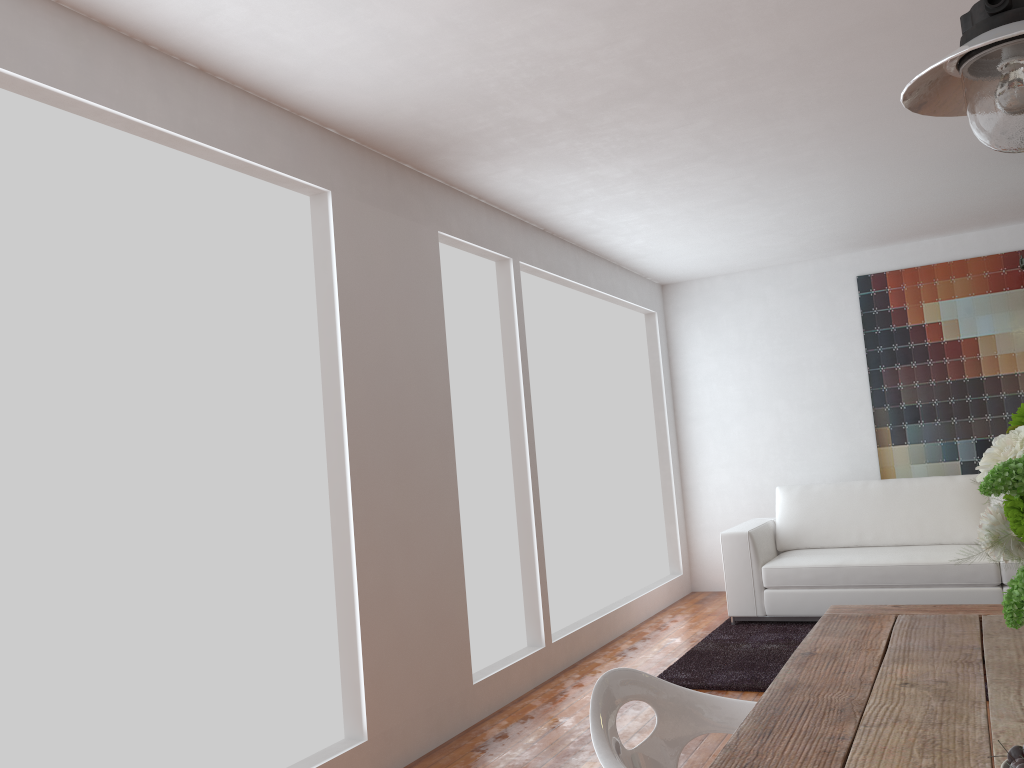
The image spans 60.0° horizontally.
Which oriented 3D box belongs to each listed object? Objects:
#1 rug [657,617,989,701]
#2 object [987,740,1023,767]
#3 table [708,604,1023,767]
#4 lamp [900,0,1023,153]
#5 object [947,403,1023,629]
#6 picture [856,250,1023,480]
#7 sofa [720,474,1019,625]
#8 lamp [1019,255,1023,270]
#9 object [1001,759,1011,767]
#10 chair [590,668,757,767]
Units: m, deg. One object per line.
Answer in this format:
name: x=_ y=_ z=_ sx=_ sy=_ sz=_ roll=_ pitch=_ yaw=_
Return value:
rug: x=2.515 y=1.328 z=4.456 sx=3.193 sy=0.019 sz=1.895 roll=-7 pitch=-6 yaw=27
object: x=0.523 y=0.343 z=0.801 sx=0.141 sy=0.095 sz=0.159 roll=-6 pitch=-5 yaw=12
table: x=0.802 y=0.803 z=1.061 sx=0.969 sy=0.735 sz=1.910 roll=-7 pitch=-6 yaw=27
lamp: x=0.885 y=-0.560 z=1.562 sx=0.372 sy=0.306 sz=0.372 roll=-7 pitch=-6 yaw=21
object: x=0.763 y=0.198 z=1.084 sx=0.371 sy=0.476 sz=0.432 roll=-3 pitch=-6 yaw=-22
picture: x=3.904 y=0.093 z=5.943 sx=2.770 sy=2.136 sz=0.007 roll=-7 pitch=-6 yaw=27
sofa: x=2.914 y=0.957 z=5.348 sx=3.086 sy=0.842 sz=0.987 roll=-7 pitch=-6 yaw=27
lamp: x=2.895 y=-0.921 z=4.547 sx=0.572 sy=0.561 sz=0.572 roll=-8 pitch=-6 yaw=31
object: x=0.528 y=0.393 z=0.797 sx=0.146 sy=0.079 sz=0.146 roll=-8 pitch=-6 yaw=35
chair: x=0.431 y=0.892 z=1.594 sx=0.505 sy=0.710 sz=0.577 roll=-8 pitch=-6 yaw=31
